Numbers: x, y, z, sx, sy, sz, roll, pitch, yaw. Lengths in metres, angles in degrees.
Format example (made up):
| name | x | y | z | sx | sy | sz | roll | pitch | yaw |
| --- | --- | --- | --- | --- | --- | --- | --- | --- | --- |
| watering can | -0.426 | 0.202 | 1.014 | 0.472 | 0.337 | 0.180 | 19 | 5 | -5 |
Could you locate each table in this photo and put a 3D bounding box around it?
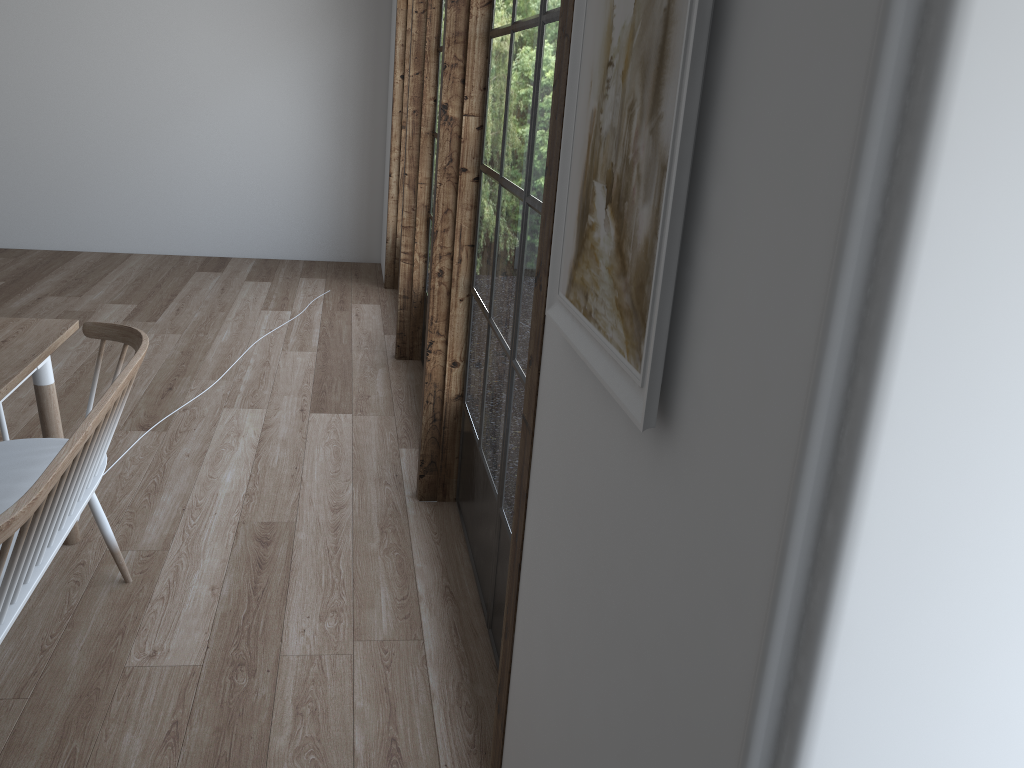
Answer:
| name | x | y | z | sx | sy | sz | roll | pitch | yaw |
| --- | --- | --- | --- | --- | --- | --- | --- | --- | --- |
| table | -1.676 | 0.480 | 1.852 | 0.926 | 0.740 | 2.090 | 1 | 19 | -10 |

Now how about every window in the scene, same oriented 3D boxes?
| name | x | y | z | sx | sy | sz | roll | pitch | yaw |
| --- | --- | --- | --- | --- | --- | --- | --- | --- | --- |
| window | -0.349 | -0.921 | 3.968 | 0.159 | 2.228 | 5.531 | 2 | 18 | -11 |

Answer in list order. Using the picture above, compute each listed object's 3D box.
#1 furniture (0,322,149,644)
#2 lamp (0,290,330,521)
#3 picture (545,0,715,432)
| name | x | y | z | sx | sy | sz | roll | pitch | yaw |
| --- | --- | --- | --- | --- | --- | --- | --- | --- | --- |
| furniture | -1.202 | 0.420 | 2.031 | 0.539 | 0.800 | 1.392 | 1 | 18 | -10 |
| lamp | -1.547 | -0.821 | 3.775 | 0.886 | 1.998 | 5.204 | 9 | 19 | 13 |
| picture | 0.118 | -0.248 | 0.976 | 0.029 | 0.464 | 0.445 | 2 | 17 | -11 |
